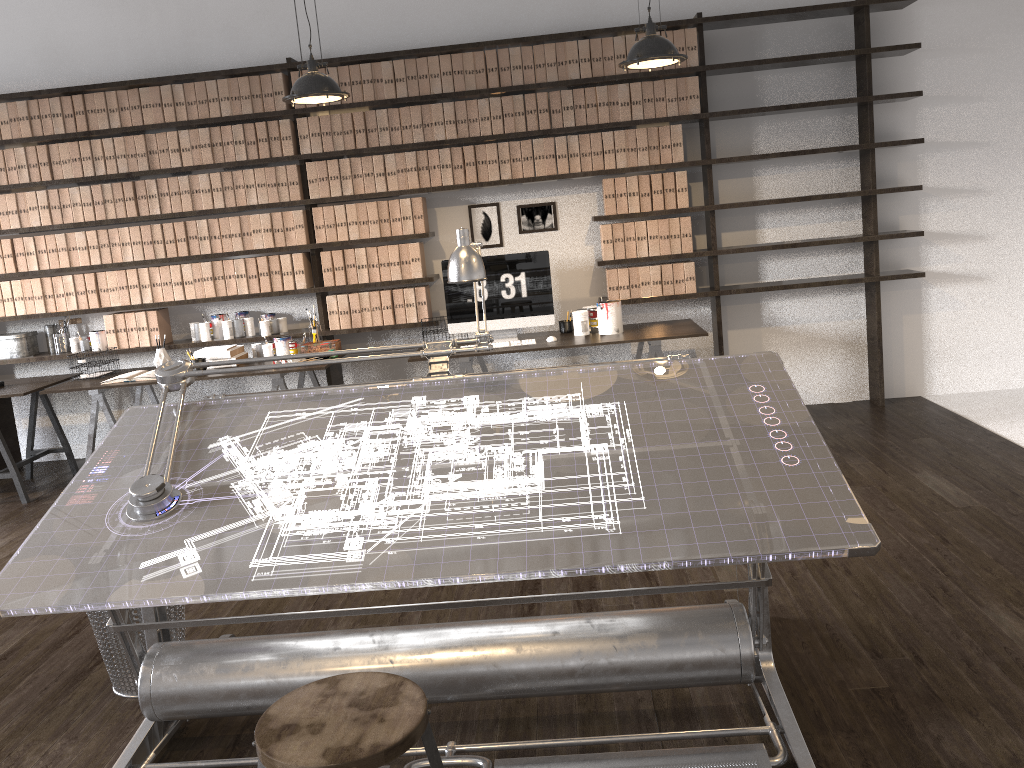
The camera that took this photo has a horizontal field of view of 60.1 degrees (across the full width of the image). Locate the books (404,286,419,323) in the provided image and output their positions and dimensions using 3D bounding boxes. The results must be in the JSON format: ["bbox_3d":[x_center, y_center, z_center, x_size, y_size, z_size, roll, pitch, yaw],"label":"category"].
[{"bbox_3d":[-0.629,-0.502,5.619,0.066,0.224,0.176,-5,9,4],"label":"books"}]

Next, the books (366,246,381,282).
[{"bbox_3d":[-0.858,-0.756,5.598,0.066,0.224,0.176,-5,9,4],"label":"books"}]

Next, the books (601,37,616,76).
[{"bbox_3d":[0.579,-1.963,5.353,0.066,0.224,0.176,-5,9,4],"label":"books"}]

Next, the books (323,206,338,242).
[{"bbox_3d":[-1.121,-1.005,5.574,0.066,0.224,0.176,-5,9,4],"label":"books"}]

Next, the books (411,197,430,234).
[{"bbox_3d":[-0.572,-1.052,5.541,0.066,0.224,0.176,-5,9,4],"label":"books"}]

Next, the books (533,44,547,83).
[{"bbox_3d":[0.172,-1.928,5.377,0.066,0.224,0.176,-5,9,4],"label":"books"}]

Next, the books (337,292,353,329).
[{"bbox_3d":[-1.048,-0.466,5.643,0.066,0.224,0.176,-5,9,4],"label":"books"}]

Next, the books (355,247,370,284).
[{"bbox_3d":[-0.929,-0.750,5.598,0.066,0.224,0.176,-5,9,4],"label":"books"}]

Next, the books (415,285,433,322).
[{"bbox_3d":[-0.558,-0.509,5.619,0.066,0.224,0.176,-5,9,4],"label":"books"}]

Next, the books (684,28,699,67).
[{"bbox_3d":[1.068,-2.004,5.319,0.066,0.224,0.176,-5,9,4],"label":"books"}]

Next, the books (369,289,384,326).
[{"bbox_3d":[-0.847,-0.484,5.637,0.066,0.224,0.176,-5,9,4],"label":"books"}]

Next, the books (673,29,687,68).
[{"bbox_3d":[0.999,-1.999,5.327,0.066,0.224,0.176,-5,9,4],"label":"books"}]

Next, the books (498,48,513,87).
[{"bbox_3d":[-0.039,-1.910,5.391,0.066,0.224,0.176,-5,9,4],"label":"books"}]

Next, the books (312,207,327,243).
[{"bbox_3d":[-1.191,-1.000,5.580,0.066,0.224,0.176,-5,9,4],"label":"books"}]

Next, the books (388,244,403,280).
[{"bbox_3d":[-0.721,-0.767,5.583,0.067,0.224,0.176,-5,9,4],"label":"books"}]

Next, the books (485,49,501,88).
[{"bbox_3d":[-0.114,-1.903,5.390,0.067,0.224,0.176,-5,9,4],"label":"books"}]

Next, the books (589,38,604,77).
[{"bbox_3d":[0.510,-1.957,5.355,0.066,0.224,0.176,-5,9,4],"label":"books"}]

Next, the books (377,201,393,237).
[{"bbox_3d":[-0.784,-1.034,5.554,0.066,0.224,0.176,-5,9,4],"label":"books"}]

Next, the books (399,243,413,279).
[{"bbox_3d":[-0.654,-0.774,5.584,0.066,0.224,0.176,-5,9,4],"label":"books"}]

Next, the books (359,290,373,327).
[{"bbox_3d":[-0.913,-0.478,5.639,0.066,0.224,0.176,-5,9,4],"label":"books"}]

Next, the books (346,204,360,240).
[{"bbox_3d":[-0.980,-1.017,5.563,0.066,0.224,0.176,-5,9,4],"label":"books"}]

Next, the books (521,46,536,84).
[{"bbox_3d":[0.102,-1.922,5.381,0.066,0.224,0.176,-5,9,4],"label":"books"}]

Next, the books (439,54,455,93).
[{"bbox_3d":[-0.388,-1.879,5.405,0.066,0.224,0.176,-5,9,4],"label":"books"}]

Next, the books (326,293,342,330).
[{"bbox_3d":[-1.120,-0.460,5.651,0.066,0.224,0.176,-5,9,4],"label":"books"}]

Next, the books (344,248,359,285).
[{"bbox_3d":[-0.999,-0.745,5.607,0.066,0.224,0.176,-5,9,4],"label":"books"}]

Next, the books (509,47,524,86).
[{"bbox_3d":[0.031,-1.916,5.382,0.066,0.224,0.176,-5,9,4],"label":"books"}]

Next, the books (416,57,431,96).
[{"bbox_3d":[-0.529,-1.869,5.421,0.066,0.224,0.176,-5,9,4],"label":"books"}]

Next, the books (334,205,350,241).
[{"bbox_3d":[-1.052,-1.010,5.565,0.067,0.224,0.176,-5,9,4],"label":"books"}]

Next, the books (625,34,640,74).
[{"bbox_3d":[0.721,-1.974,5.337,0.066,0.224,0.176,-5,9,4],"label":"books"}]

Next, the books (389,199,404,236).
[{"bbox_3d":[-0.713,-1.040,5.549,0.066,0.224,0.176,-5,9,4],"label":"books"}]

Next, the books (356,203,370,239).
[{"bbox_3d":[-0.917,-1.023,5.561,0.066,0.224,0.176,-5,9,4],"label":"books"}]

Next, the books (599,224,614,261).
[{"bbox_3d":[0.589,-0.879,5.504,0.067,0.224,0.176,-5,9,4],"label":"books"}]

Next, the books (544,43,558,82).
[{"bbox_3d":[0.239,-1.933,5.367,0.067,0.224,0.176,-5,9,4],"label":"books"}]

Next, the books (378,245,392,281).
[{"bbox_3d":[-0.788,-0.763,5.593,0.066,0.224,0.176,-5,9,4],"label":"books"}]

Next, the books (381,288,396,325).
[{"bbox_3d":[-0.774,-0.489,5.627,0.067,0.224,0.176,-5,9,4],"label":"books"}]

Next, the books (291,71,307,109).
[{"bbox_3d":[-1.296,-1.803,5.468,0.066,0.224,0.176,-5,9,4],"label":"books"}]

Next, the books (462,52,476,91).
[{"bbox_3d":[-0.253,-1.892,5.401,0.066,0.224,0.176,-5,9,4],"label":"books"}]

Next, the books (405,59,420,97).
[{"bbox_3d":[-0.598,-1.862,5.424,0.066,0.224,0.176,-5,9,4],"label":"books"}]

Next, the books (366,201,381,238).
[{"bbox_3d":[-0.851,-1.027,5.552,0.067,0.224,0.176,-5,9,4],"label":"books"}]

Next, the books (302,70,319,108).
[{"bbox_3d":[-1.223,-1.808,5.458,0.067,0.224,0.176,-5,9,4],"label":"books"}]

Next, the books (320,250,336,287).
[{"bbox_3d":[-1.147,-0.732,5.616,0.066,0.224,0.176,-5,9,4],"label":"books"}]

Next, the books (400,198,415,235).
[{"bbox_3d":[-0.643,-1.045,5.541,0.066,0.224,0.176,-5,9,4],"label":"books"}]

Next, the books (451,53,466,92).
[{"bbox_3d":[-0.316,-1.885,5.401,0.067,0.224,0.176,-5,9,4],"label":"books"}]

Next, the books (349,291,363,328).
[{"bbox_3d":[-0.976,-0.472,5.638,0.067,0.224,0.176,-5,9,4],"label":"books"}]

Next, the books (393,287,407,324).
[{"bbox_3d":[-0.699,-0.497,5.628,0.066,0.224,0.176,-5,9,4],"label":"books"}]

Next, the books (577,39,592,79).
[{"bbox_3d":[0.440,-1.950,5.356,0.067,0.224,0.176,-5,9,4],"label":"books"}]

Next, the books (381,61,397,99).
[{"bbox_3d":[-0.740,-1.850,5.430,0.066,0.224,0.176,-5,9,4],"label":"books"}]

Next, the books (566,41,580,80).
[{"bbox_3d":[0.368,-1.945,5.362,0.066,0.224,0.176,-5,9,4],"label":"books"}]

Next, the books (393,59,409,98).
[{"bbox_3d":[-0.669,-1.856,5.424,0.067,0.224,0.176,-5,9,4],"label":"books"}]

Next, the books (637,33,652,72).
[{"bbox_3d":[0.792,-1.980,5.333,0.067,0.224,0.176,-5,9,4],"label":"books"}]

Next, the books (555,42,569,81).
[{"bbox_3d":[0.306,-1.940,5.368,0.066,0.224,0.176,-5,9,4],"label":"books"}]

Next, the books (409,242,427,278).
[{"bbox_3d":[-0.592,-0.779,5.578,0.066,0.224,0.176,-5,9,4],"label":"books"}]

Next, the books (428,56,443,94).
[{"bbox_3d":[-0.460,-1.874,5.413,0.066,0.224,0.176,-5,9,4],"label":"books"}]

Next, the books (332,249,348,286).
[{"bbox_3d":[-1.074,-0.737,5.606,0.067,0.224,0.176,-5,9,4],"label":"books"}]

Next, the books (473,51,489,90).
[{"bbox_3d":[-0.188,-1.898,5.400,0.066,0.224,0.176,-5,9,4],"label":"books"}]
